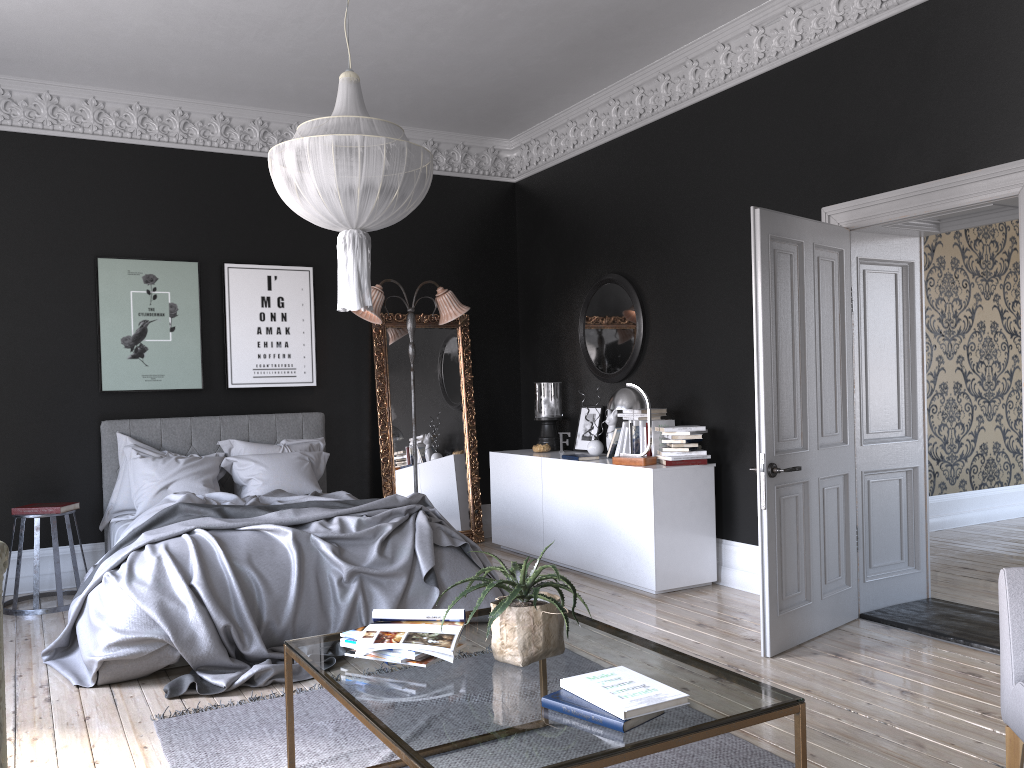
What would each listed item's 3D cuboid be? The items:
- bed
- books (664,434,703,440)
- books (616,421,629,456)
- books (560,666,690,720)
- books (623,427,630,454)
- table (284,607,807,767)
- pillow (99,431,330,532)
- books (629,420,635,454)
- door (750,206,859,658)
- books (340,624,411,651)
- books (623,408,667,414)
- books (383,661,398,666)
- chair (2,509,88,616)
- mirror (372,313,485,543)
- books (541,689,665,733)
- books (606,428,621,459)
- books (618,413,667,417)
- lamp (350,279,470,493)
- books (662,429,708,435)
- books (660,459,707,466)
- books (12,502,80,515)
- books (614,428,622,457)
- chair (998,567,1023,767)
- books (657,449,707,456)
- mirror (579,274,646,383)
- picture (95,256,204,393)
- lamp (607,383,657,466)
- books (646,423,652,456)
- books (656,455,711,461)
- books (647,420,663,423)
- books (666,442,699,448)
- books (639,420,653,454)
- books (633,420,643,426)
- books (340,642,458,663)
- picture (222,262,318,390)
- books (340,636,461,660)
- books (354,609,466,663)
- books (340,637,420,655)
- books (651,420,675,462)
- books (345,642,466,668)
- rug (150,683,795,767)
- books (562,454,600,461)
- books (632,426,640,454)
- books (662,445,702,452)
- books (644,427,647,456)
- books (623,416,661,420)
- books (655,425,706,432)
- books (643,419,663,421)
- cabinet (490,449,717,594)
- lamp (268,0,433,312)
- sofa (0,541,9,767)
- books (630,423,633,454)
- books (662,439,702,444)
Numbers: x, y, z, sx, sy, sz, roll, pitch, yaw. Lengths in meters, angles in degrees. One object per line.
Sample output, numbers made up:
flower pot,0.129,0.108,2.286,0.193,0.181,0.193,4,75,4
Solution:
bed,-1.780,0.889,6.049,2.764,1.298,3.284,-2,0,-41
books,1.233,0.375,6.397,0.220,0.030,0.306,-2,0,1
books,0.936,0.437,6.939,0.220,0.296,0.126,-2,1,-29
books,0.310,0.857,2.474,0.220,0.024,0.307,-1,0,-29
books,0.954,0.456,6.912,0.195,0.256,0.091,-2,1,-29
table,0.005,1.188,2.865,1.092,0.558,1.449,-2,0,-29
pillow,-2.275,0.723,7.046,1.829,0.760,0.680,-2,0,-29
books,1.006,0.430,6.872,0.221,0.307,0.030,-2,1,-29
door,1.702,0.245,5.020,1.097,2.375,0.216,-2,1,-42
books,-0.380,0.847,3.015,0.318,0.011,0.252,-2,0,37
books,1.021,0.208,6.829,0.220,0.030,0.306,-2,0,-19
books,-0.390,0.907,3.024,0.162,0.023,0.231,-1,0,-29
chair,-3.341,1.251,6.365,0.613,0.673,0.613,-2,0,15
mirror,-0.775,0.426,8.297,0.991,2.192,0.254,-2,1,-29
books,0.251,0.885,2.446,0.289,0.030,0.193,-2,0,45
books,0.868,0.464,7.004,0.203,0.246,0.158,-2,1,-29
books,0.999,0.236,6.815,0.220,0.024,0.307,-1,0,-39
lamp,-0.845,0.309,7.648,0.986,2.412,0.772,-2,1,4
books,1.249,0.348,6.409,0.220,0.024,0.307,-2,0,36
books,1.225,0.555,6.362,0.295,0.038,0.234,-2,0,-2
books,-3.341,0.893,6.364,0.346,0.045,0.275,-2,0,1
books,0.915,0.464,6.983,0.195,0.245,0.132,-2,1,-29
chair,1.981,0.987,2.616,0.770,0.863,0.818,-2,0,11
books,1.222,0.494,6.398,0.318,0.031,0.229,-2,0,1
mirror,0.825,-0.469,7.511,0.061,0.924,0.924,-2,0,-29
picture,-2.927,-0.478,7.191,0.791,1.079,0.014,-2,1,-29
lamp,0.863,0.289,6.450,0.340,0.591,0.328,-1,1,41
books,1.110,0.432,6.633,0.235,0.295,0.038,-2,1,-29
books,1.229,0.523,6.371,0.319,0.025,0.228,-2,0,-19
books,1.115,0.426,6.675,0.221,0.307,0.030,-2,1,-29
books,1.231,0.435,6.414,0.193,0.030,0.289,-2,0,2
books,1.063,0.428,6.712,0.220,0.307,0.024,-2,1,-29
books,1.024,0.429,6.781,0.220,0.307,0.024,-2,1,-29
books,-0.383,0.879,3.001,0.318,0.011,0.252,-2,0,42
picture,-2.080,-0.500,7.663,0.791,1.079,0.014,-2,1,-29
books,-0.374,0.868,2.988,0.318,0.011,0.252,-2,0,32
books,-0.334,0.832,2.949,0.322,0.109,0.273,-2,0,6
books,-0.377,0.858,3.007,0.318,0.011,0.252,-2,0,32
books,1.129,0.425,6.594,0.220,0.308,0.050,-2,1,-29
books,-0.353,0.889,2.968,0.318,0.011,0.252,-2,0,27
rug,0.121,1.452,2.983,2.105,0.050,3.645,-1,0,-29
books,0.544,0.581,7.033,0.193,0.030,0.289,-1,0,-23
books,1.004,0.449,6.739,0.204,0.270,0.029,-2,1,-29
books,1.228,0.465,6.406,0.203,0.029,0.268,-2,0,31
books,1.079,0.451,6.688,0.195,0.259,0.026,-2,1,-29
books,0.998,0.261,6.821,0.195,0.026,0.258,-2,0,-19
books,1.210,0.322,6.395,0.306,0.030,0.220,-2,0,-9
books,1.074,0.428,6.749,0.221,0.307,0.030,-2,1,-29
cabinet,0.637,1.036,7.251,0.570,0.882,2.396,-2,0,-29
lamp,-0.781,-1.370,4.272,0.782,2.049,0.783,-1,1,14
sofa,-1.973,0.969,1.898,1.605,1.161,2.813,-2,0,-28
books,0.991,0.438,6.793,0.193,0.289,0.030,-2,1,-29
books,1.227,0.405,6.399,0.193,0.030,0.289,-2,0,35
